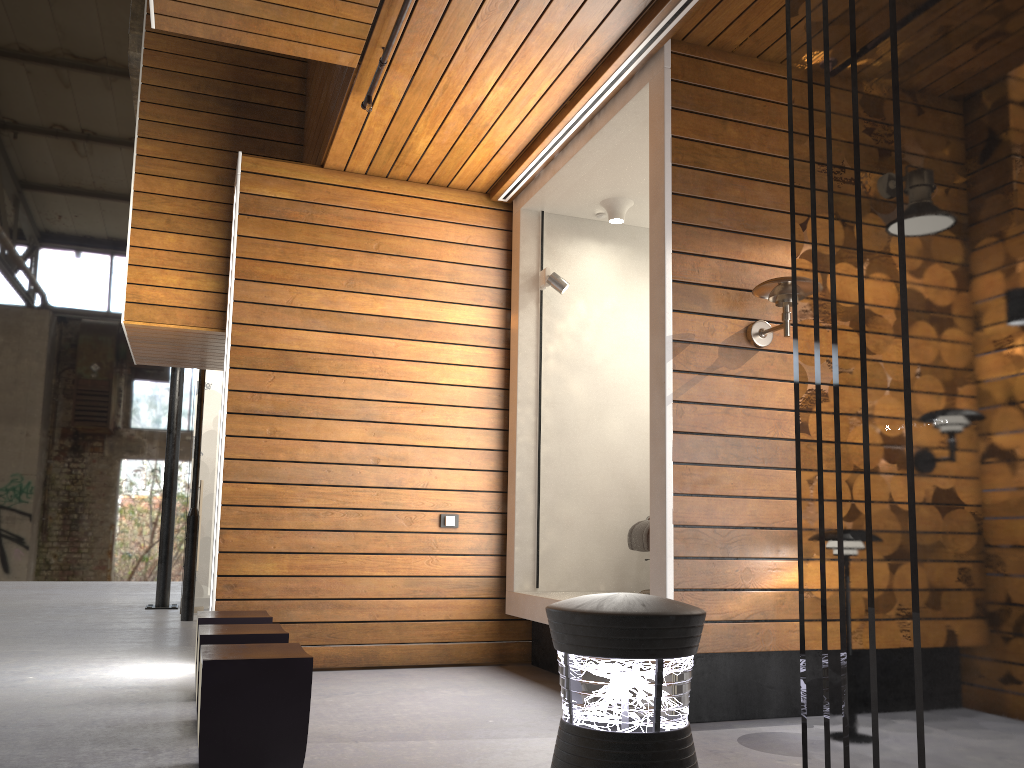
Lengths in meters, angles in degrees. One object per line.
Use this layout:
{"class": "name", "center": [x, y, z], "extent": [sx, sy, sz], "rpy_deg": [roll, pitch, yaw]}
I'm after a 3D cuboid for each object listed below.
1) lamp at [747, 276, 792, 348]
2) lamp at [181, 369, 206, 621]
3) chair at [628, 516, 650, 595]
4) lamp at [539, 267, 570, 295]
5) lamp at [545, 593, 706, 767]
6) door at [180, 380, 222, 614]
{"class": "lamp", "center": [1.177, -0.324, 3.861], "extent": [0.288, 0.269, 0.353], "rpy_deg": [4, -10, -19]}
{"class": "lamp", "center": [-2.949, 0.788, 8.278], "extent": [0.630, 2.929, 0.633], "rpy_deg": [-2, -8, 21]}
{"class": "chair", "center": [1.153, 0.740, 5.327], "extent": [0.825, 1.064, 0.760], "rpy_deg": [2, -8, -5]}
{"class": "lamp", "center": [0.250, -0.651, 5.609], "extent": [0.249, 0.187, 0.130], "rpy_deg": [-6, -11, 39]}
{"class": "lamp", "center": [0.187, 0.700, 1.469], "extent": [0.348, 0.692, 0.350], "rpy_deg": [3, -8, -14]}
{"class": "door", "center": [-2.850, 1.199, 9.272], "extent": [0.147, 2.289, 1.292], "rpy_deg": [-4, -9, 33]}
